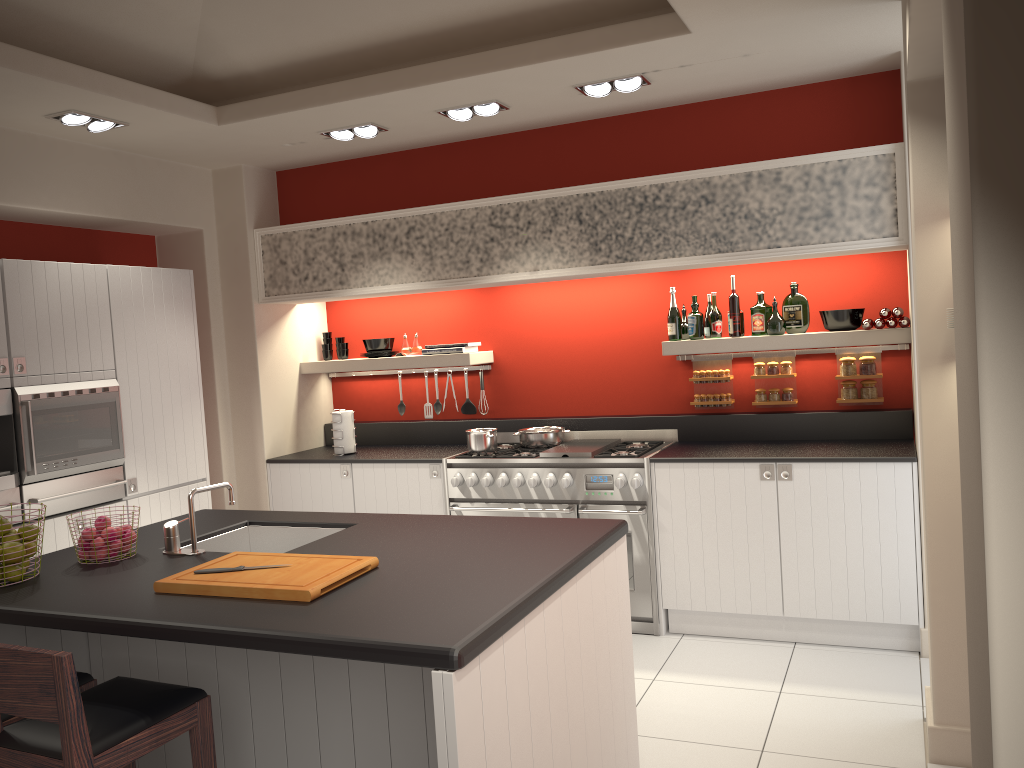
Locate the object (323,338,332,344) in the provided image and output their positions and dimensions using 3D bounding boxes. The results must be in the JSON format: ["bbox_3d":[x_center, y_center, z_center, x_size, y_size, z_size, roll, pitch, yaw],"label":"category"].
[{"bbox_3d":[-1.369,-0.302,6.588,0.070,0.076,0.070,-4,3,-5],"label":"object"}]

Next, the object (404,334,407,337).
[{"bbox_3d":[-0.749,-0.340,6.219,0.023,0.031,0.024,-5,3,-25],"label":"object"}]

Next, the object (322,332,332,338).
[{"bbox_3d":[-1.372,-0.346,6.586,0.070,0.076,0.070,-4,3,-5],"label":"object"}]

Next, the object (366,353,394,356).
[{"bbox_3d":[-0.952,-0.209,6.385,0.280,0.016,0.280,-2,3,23],"label":"object"}]

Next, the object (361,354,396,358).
[{"bbox_3d":[-0.952,-0.198,6.385,0.280,0.016,0.280,-2,3,23],"label":"object"}]

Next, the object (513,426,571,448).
[{"bbox_3d":[0.194,0.345,5.757,0.309,0.104,0.309,-6,4,-39],"label":"object"}]

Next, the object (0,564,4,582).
[{"bbox_3d":[-1.707,0.623,2.932,0.068,0.068,0.068,-2,4,35],"label":"object"}]

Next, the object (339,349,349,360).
[{"bbox_3d":[-1.213,-0.214,6.411,0.070,0.076,0.070,-4,3,-5],"label":"object"}]

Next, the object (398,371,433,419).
[{"bbox_3d":[-0.710,0.080,6.425,0.287,0.351,0.022,-2,3,25],"label":"object"}]

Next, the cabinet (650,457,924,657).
[{"bbox_3d":[1.563,0.883,5.027,1.361,0.993,0.687,-2,3,24],"label":"cabinet"}]

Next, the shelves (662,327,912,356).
[{"bbox_3d":[1.611,-0.252,5.244,1.379,0.083,0.376,-2,3,24],"label":"shelves"}]

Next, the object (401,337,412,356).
[{"bbox_3d":[-0.743,-0.265,6.223,0.076,0.131,0.076,-5,3,-24],"label":"object"}]

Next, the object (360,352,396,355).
[{"bbox_3d":[-0.953,-0.215,6.385,0.280,0.016,0.280,-2,3,23],"label":"object"}]

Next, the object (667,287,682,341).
[{"bbox_3d":[0.987,-0.428,5.401,0.083,0.331,0.083,-4,3,-5],"label":"object"}]

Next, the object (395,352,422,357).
[{"bbox_3d":[-0.705,-0.212,6.253,0.183,0.027,0.160,-6,4,-38],"label":"object"}]

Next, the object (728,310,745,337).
[{"bbox_3d":[1.361,-0.417,5.392,0.094,0.262,0.094,-4,3,-10],"label":"object"}]

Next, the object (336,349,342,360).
[{"bbox_3d":[-1.261,-0.219,6.548,0.070,0.076,0.070,-4,3,-5],"label":"object"}]

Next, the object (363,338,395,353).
[{"bbox_3d":[-0.956,-0.272,6.382,0.232,0.108,0.232,-5,3,-25],"label":"object"}]

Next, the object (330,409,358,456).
[{"bbox_3d":[-1.149,0.325,6.046,0.168,0.304,0.163,-6,4,-37],"label":"object"}]

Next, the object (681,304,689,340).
[{"bbox_3d":[1.083,-0.391,5.564,0.113,0.226,0.113,-5,3,-25],"label":"object"}]

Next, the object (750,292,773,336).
[{"bbox_3d":[1.488,-0.419,5.289,0.071,0.260,0.112,-6,3,-37],"label":"object"}]

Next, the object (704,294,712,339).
[{"bbox_3d":[1.227,-0.421,5.486,0.083,0.277,0.084,-2,3,27],"label":"object"}]

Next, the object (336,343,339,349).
[{"bbox_3d":[-1.264,-0.262,6.546,0.070,0.076,0.070,-4,3,-5],"label":"object"}]

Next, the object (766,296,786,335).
[{"bbox_3d":[1.526,-0.397,5.136,0.113,0.226,0.113,-2,3,35],"label":"object"}]

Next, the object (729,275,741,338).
[{"bbox_3d":[1.340,-0.463,5.296,0.062,0.366,0.210,-3,3,23],"label":"object"}]

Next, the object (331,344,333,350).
[{"bbox_3d":[-1.366,-0.258,6.590,0.070,0.076,0.070,-4,3,-5],"label":"object"}]

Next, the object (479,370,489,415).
[{"bbox_3d":[-0.206,0.056,6.209,0.069,0.328,0.069,-4,3,1],"label":"object"}]

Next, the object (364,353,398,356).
[{"bbox_3d":[-0.952,-0.204,6.385,0.280,0.016,0.280,-2,3,23],"label":"object"}]

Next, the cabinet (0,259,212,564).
[{"bbox_3d":[-2.708,0.530,4.459,0.716,2.249,2.558,-2,3,24],"label":"cabinet"}]

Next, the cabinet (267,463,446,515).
[{"bbox_3d":[-0.878,0.982,6.094,1.361,0.993,0.687,-2,3,24],"label":"cabinet"}]

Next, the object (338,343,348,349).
[{"bbox_3d":[-1.216,-0.258,6.409,0.070,0.076,0.070,-4,3,-5],"label":"object"}]

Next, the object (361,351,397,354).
[{"bbox_3d":[-0.953,-0.220,6.384,0.280,0.016,0.280,-2,3,23],"label":"object"}]

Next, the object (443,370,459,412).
[{"bbox_3d":[-0.446,0.052,6.313,0.124,0.296,0.009,-2,3,24],"label":"object"}]

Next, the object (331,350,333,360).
[{"bbox_3d":[-1.363,-0.214,6.593,0.070,0.076,0.070,-4,3,-5],"label":"object"}]

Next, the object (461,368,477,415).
[{"bbox_3d":[-0.310,0.054,6.274,0.123,0.330,0.040,-2,3,24],"label":"object"}]

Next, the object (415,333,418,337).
[{"bbox_3d":[-0.677,-0.346,6.275,0.026,0.032,0.023,-3,3,6],"label":"object"}]

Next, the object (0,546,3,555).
[{"bbox_3d":[-1.696,0.542,2.887,0.067,0.068,0.067,-4,3,-14],"label":"object"}]

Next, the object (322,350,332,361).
[{"bbox_3d":[-1.336,-0.206,6.411,0.070,0.076,0.070,-4,3,-5],"label":"object"}]

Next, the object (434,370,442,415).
[{"bbox_3d":[-0.536,0.059,6.350,0.067,0.323,0.022,-3,3,22],"label":"object"}]

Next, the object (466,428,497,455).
[{"bbox_3d":[-0.188,0.361,5.570,0.201,0.148,0.201,-3,3,16],"label":"object"}]

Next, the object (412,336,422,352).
[{"bbox_3d":[-0.674,-0.272,6.278,0.077,0.134,0.076,-3,3,7],"label":"object"}]

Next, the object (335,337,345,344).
[{"bbox_3d":[-1.267,-0.306,6.544,0.070,0.076,0.070,-4,3,-5],"label":"object"}]

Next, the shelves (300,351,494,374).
[{"bbox_3d":[-0.835,-0.152,6.314,1.379,0.083,0.376,-2,3,24],"label":"shelves"}]

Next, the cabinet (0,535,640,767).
[{"bbox_3d":[-0.753,1.149,3.112,2.034,1.011,1.424,-2,3,24],"label":"cabinet"}]

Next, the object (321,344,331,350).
[{"bbox_3d":[-1.339,-0.250,6.409,0.070,0.076,0.070,-4,3,-5],"label":"object"}]

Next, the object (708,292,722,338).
[{"bbox_3d":[1.233,-0.418,5.388,0.080,0.278,0.080,-2,3,27],"label":"object"}]

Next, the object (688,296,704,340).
[{"bbox_3d":[1.103,-0.398,5.329,0.094,0.264,0.094,-3,3,12],"label":"object"}]
